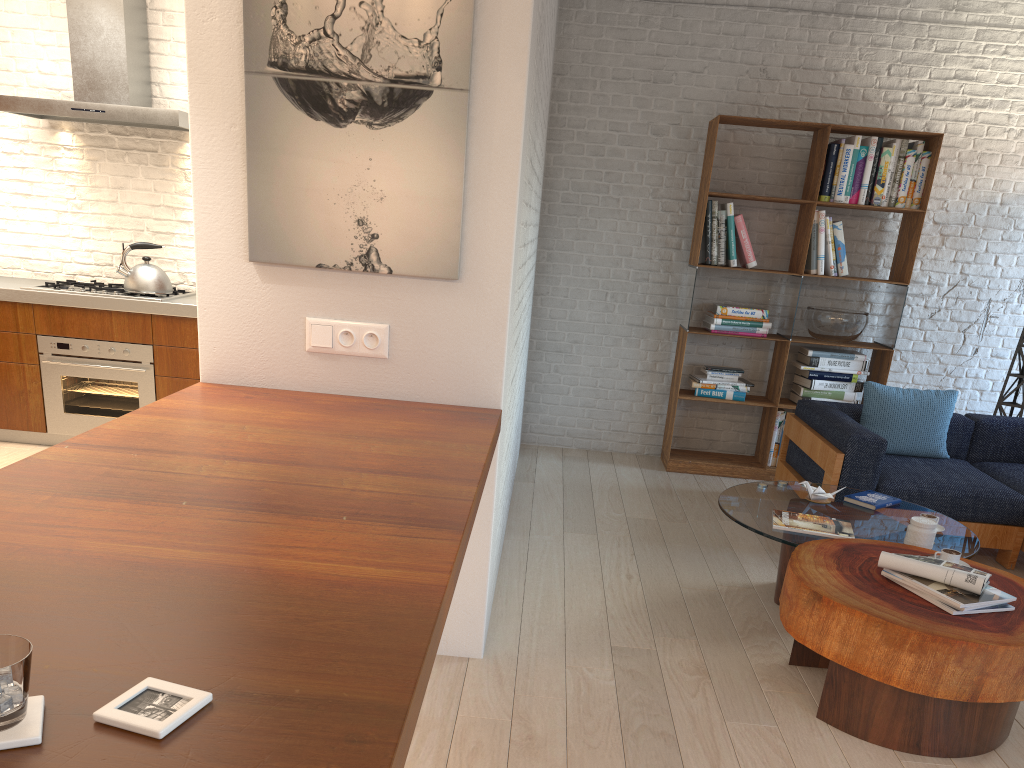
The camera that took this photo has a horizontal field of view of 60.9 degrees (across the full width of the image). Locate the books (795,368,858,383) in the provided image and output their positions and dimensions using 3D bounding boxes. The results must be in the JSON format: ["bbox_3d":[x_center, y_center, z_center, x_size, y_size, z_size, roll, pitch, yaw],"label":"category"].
[{"bbox_3d":[2.082,-0.069,5.780,0.327,0.058,0.243,4,11,-4],"label":"books"}]

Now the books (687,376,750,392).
[{"bbox_3d":[1.385,0.001,5.866,0.379,0.038,0.233,5,11,1],"label":"books"}]

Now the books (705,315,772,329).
[{"bbox_3d":[1.474,-0.409,5.702,0.380,0.038,0.232,4,11,-5],"label":"books"}]

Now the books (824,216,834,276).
[{"bbox_3d":[1.979,-0.875,5.534,0.125,0.366,0.258,5,16,2],"label":"books"}]

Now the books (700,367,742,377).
[{"bbox_3d":[1.401,-0.081,5.858,0.236,0.020,0.163,4,11,-5],"label":"books"}]

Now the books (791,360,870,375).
[{"bbox_3d":[2.102,-0.108,5.778,0.444,0.022,0.259,5,11,1],"label":"books"}]

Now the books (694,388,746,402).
[{"bbox_3d":[1.402,0.050,5.874,0.325,0.058,0.244,7,11,11],"label":"books"}]

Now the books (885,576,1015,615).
[{"bbox_3d":[1.457,0.694,2.920,0.252,0.011,0.304,1,11,-19],"label":"books"}]

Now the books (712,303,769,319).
[{"bbox_3d":[1.486,-0.478,5.695,0.326,0.058,0.243,6,11,4],"label":"books"}]

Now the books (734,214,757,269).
[{"bbox_3d":[1.466,-0.911,5.567,0.195,0.334,0.242,5,16,2],"label":"books"}]

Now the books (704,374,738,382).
[{"bbox_3d":[1.404,-0.053,5.860,0.206,0.035,0.126,5,11,1],"label":"books"}]

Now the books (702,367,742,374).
[{"bbox_3d":[1.408,-0.092,5.846,0.242,0.009,0.149,5,11,1],"label":"books"}]

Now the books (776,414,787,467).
[{"bbox_3d":[1.838,0.381,5.971,0.057,0.346,0.242,5,16,2],"label":"books"}]

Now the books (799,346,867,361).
[{"bbox_3d":[2.114,-0.203,5.758,0.379,0.038,0.233,5,11,1],"label":"books"}]

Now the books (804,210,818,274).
[{"bbox_3d":[1.891,-0.902,5.543,0.101,0.403,0.231,5,17,2],"label":"books"}]

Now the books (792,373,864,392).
[{"bbox_3d":[2.104,-0.008,5.811,0.380,0.068,0.232,3,11,-11],"label":"books"}]

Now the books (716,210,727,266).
[{"bbox_3d":[1.320,-0.933,5.574,0.102,0.350,0.242,5,16,2],"label":"books"}]

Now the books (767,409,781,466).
[{"bbox_3d":[1.756,0.348,5.957,0.036,0.402,0.231,5,17,2],"label":"books"}]

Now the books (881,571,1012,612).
[{"bbox_3d":[1.456,0.680,2.931,0.251,0.011,0.305,-1,12,-29],"label":"books"}]

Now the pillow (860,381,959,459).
[{"bbox_3d":[2.274,0.212,5.027,0.555,0.429,0.212,5,17,0],"label":"pillow"}]

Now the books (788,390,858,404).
[{"bbox_3d":[2.085,0.110,5.850,0.380,0.068,0.232,4,11,-4],"label":"books"}]

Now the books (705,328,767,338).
[{"bbox_3d":[1.467,-0.347,5.737,0.355,0.022,0.259,5,11,1],"label":"books"}]

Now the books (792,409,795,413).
[{"bbox_3d":[1.959,0.360,5.974,0.079,0.404,0.231,5,17,2],"label":"books"}]

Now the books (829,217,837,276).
[{"bbox_3d":[2.002,-0.874,5.542,0.125,0.366,0.258,5,16,2],"label":"books"}]

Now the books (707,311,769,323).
[{"bbox_3d":[1.475,-0.441,5.711,0.356,0.022,0.259,5,11,0],"label":"books"}]

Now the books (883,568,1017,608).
[{"bbox_3d":[1.450,0.663,2.899,0.252,0.011,0.304,0,12,-24],"label":"books"}]

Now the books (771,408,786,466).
[{"bbox_3d":[1.794,0.349,5.971,0.036,0.402,0.231,5,17,2],"label":"books"}]

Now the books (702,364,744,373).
[{"bbox_3d":[1.411,-0.102,5.829,0.252,0.018,0.155,5,11,1],"label":"books"}]

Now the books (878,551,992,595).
[{"bbox_3d":[1.443,0.635,2.969,0.315,0.114,0.266,13,14,33],"label":"books"}]

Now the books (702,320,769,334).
[{"bbox_3d":[1.460,-0.375,5.721,0.380,0.038,0.233,4,11,-3],"label":"books"}]

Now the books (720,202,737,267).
[{"bbox_3d":[1.375,-0.946,5.536,0.121,0.400,0.231,5,17,2],"label":"books"}]

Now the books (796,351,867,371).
[{"bbox_3d":[2.115,-0.152,5.780,0.380,0.068,0.232,4,11,-4],"label":"books"}]

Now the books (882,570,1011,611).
[{"bbox_3d":[1.450,0.672,2.910,0.251,0.011,0.305,-1,12,-29],"label":"books"}]

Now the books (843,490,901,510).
[{"bbox_3d":[1.670,0.538,4.040,0.229,0.024,0.157,-4,14,-39],"label":"books"}]

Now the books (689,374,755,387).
[{"bbox_3d":[1.402,-0.023,5.847,0.380,0.019,0.232,4,11,-6],"label":"books"}]

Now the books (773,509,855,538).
[{"bbox_3d":[1.249,0.585,3.628,0.316,0.011,0.242,8,11,14],"label":"books"}]

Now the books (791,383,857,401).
[{"bbox_3d":[2.089,0.047,5.847,0.361,0.058,0.270,6,11,4],"label":"books"}]

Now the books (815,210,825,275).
[{"bbox_3d":[1.927,-0.894,5.520,0.103,0.402,0.231,5,17,2],"label":"books"}]
